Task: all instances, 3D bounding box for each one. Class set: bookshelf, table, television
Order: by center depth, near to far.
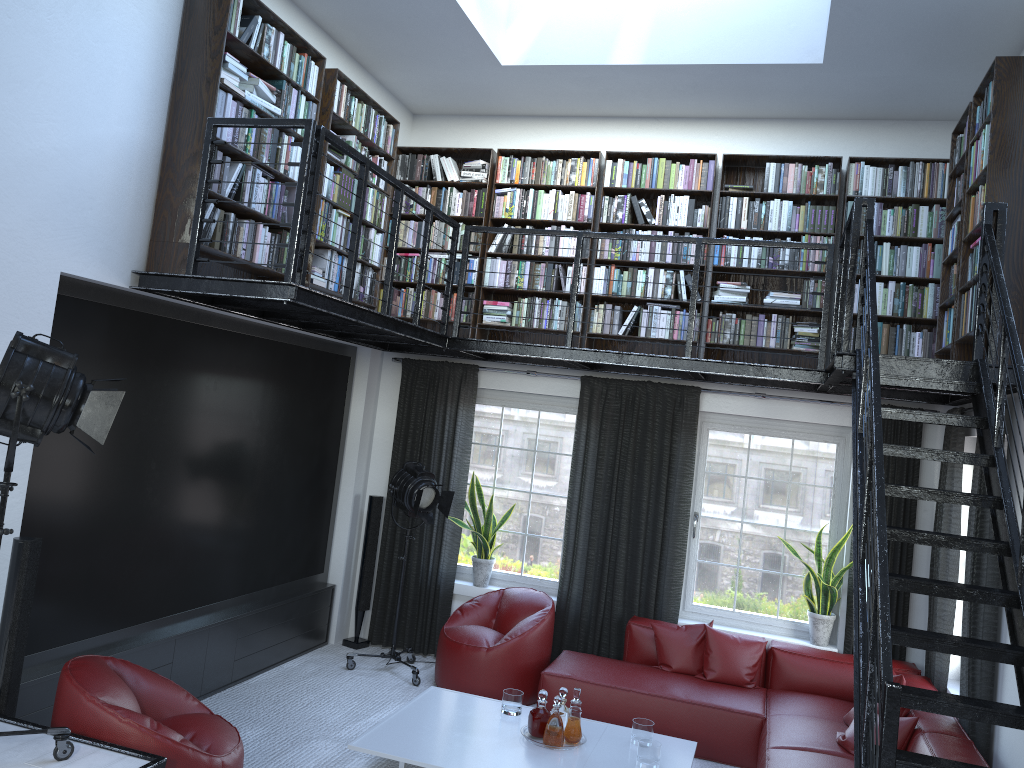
[{"bbox_3d":[0.106,2.078,4.819,1.667,0.244,1.161,6,-2,17],"label":"table"},{"bbox_3d":[0.715,-1.072,5.579,4.480,1.620,3.078,6,-3,17],"label":"bookshelf"},{"bbox_3d":[-1.875,0.783,5.687,0.117,2.433,3.341,5,-3,17],"label":"television"}]

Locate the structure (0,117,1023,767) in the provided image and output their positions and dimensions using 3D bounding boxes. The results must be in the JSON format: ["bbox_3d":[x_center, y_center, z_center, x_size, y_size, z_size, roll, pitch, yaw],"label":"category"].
[{"bbox_3d":[0.308,0.528,4.724,4.493,3.362,4.600,6,-3,17],"label":"structure"}]

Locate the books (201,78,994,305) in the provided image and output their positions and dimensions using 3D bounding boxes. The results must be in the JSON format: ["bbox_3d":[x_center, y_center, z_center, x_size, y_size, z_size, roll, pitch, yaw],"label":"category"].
[{"bbox_3d":[0.614,-1.168,5.193,4.381,1.412,2.198,6,-3,16],"label":"books"}]

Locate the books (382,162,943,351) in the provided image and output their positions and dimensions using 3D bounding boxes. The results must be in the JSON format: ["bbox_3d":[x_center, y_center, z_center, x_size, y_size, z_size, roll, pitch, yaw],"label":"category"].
[{"bbox_3d":[1.099,-1.052,6.892,4.440,1.416,0.226,6,-4,17],"label":"books"}]

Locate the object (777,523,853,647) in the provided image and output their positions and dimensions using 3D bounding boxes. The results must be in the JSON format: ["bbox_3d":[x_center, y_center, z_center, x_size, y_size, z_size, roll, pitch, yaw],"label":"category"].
[{"bbox_3d":[2.181,1.407,6.326,0.553,0.942,0.524,6,-4,5],"label":"object"}]

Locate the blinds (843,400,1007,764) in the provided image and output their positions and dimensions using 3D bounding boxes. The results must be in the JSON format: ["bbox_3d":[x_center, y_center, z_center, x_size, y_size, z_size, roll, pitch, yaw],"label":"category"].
[{"bbox_3d":[2.700,1.307,5.524,0.527,2.386,1.745,7,-4,-1],"label":"blinds"}]

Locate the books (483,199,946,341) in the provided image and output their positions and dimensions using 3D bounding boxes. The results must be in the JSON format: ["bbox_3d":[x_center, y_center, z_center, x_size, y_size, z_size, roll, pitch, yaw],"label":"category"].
[{"bbox_3d":[1.441,-0.865,6.785,3.395,1.125,0.239,6,-4,17],"label":"books"}]

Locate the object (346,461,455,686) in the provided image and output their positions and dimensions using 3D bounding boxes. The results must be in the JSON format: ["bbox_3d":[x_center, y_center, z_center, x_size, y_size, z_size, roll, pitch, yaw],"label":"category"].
[{"bbox_3d":[0.294,1.498,6.679,2.906,1.582,0.751,6,-4,1],"label":"object"}]

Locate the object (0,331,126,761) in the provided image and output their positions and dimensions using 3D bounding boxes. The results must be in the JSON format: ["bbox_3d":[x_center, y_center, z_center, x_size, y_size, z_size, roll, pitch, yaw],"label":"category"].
[{"bbox_3d":[-1.800,0.602,3.267,0.543,1.582,0.611,9,-5,-29],"label":"object"}]

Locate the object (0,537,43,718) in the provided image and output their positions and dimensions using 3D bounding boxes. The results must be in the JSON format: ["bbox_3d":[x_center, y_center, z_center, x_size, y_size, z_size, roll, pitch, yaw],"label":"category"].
[{"bbox_3d":[-2.207,1.283,3.839,0.157,1.224,0.157,7,-4,-2],"label":"object"}]

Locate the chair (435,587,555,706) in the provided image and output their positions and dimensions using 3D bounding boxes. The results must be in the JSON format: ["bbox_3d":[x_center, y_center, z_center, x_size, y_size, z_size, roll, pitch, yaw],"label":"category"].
[{"bbox_3d":[-0.122,1.885,6.506,0.828,0.713,0.830,8,-3,-22],"label":"chair"}]

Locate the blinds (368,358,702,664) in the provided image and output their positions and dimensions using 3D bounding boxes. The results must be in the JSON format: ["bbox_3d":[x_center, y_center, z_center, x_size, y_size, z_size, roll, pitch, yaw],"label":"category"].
[{"bbox_3d":[0.120,1.072,7.032,2.511,2.392,0.125,6,-5,17],"label":"blinds"}]

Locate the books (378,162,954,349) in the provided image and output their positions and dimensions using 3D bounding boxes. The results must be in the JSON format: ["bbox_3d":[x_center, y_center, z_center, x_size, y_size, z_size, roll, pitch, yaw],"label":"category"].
[{"bbox_3d":[0.948,-1.091,6.432,4.440,1.433,1.281,6,-3,18],"label":"books"}]

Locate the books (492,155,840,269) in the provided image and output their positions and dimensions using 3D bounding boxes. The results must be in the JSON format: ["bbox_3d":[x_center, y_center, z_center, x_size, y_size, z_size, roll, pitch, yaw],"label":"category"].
[{"bbox_3d":[1.130,-1.336,6.924,2.639,0.830,0.212,6,-4,17],"label":"books"}]

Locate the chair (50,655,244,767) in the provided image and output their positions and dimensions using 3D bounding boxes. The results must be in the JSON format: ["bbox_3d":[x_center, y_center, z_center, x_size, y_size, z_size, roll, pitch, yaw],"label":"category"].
[{"bbox_3d":[-1.620,1.617,3.973,0.830,0.713,0.829,7,-3,-4],"label":"chair"}]

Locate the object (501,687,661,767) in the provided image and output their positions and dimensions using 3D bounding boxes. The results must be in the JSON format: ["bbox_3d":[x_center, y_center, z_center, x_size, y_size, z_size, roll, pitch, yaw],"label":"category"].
[{"bbox_3d":[0.361,1.845,4.971,1.010,0.295,0.510,6,-3,20],"label":"object"}]

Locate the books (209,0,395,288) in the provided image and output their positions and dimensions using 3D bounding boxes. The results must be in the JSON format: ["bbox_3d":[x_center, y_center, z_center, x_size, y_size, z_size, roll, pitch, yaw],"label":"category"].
[{"bbox_3d":[-1.387,-1.386,5.774,0.315,1.426,2.199,5,-3,17],"label":"books"}]

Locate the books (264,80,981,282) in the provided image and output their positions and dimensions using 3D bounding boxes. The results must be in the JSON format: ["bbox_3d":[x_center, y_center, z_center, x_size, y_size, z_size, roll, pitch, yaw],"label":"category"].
[{"bbox_3d":[0.674,-1.016,5.475,4.340,1.142,1.593,6,-3,16],"label":"books"}]

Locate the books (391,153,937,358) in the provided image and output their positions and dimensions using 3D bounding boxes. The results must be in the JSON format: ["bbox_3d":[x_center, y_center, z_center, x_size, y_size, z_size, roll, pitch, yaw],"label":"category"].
[{"bbox_3d":[1.096,-1.041,6.888,4.446,1.400,0.241,6,-4,17],"label":"books"}]

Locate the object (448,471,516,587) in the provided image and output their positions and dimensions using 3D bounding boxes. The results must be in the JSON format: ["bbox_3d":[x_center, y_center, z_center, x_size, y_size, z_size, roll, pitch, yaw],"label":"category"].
[{"bbox_3d":[-0.355,1.147,7.118,0.554,0.942,0.524,5,-4,27],"label":"object"}]

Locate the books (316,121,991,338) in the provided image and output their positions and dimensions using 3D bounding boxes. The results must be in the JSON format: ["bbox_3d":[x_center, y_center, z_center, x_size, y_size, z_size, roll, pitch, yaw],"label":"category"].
[{"bbox_3d":[0.781,-1.130,5.702,4.388,1.408,1.166,6,-4,17],"label":"books"}]

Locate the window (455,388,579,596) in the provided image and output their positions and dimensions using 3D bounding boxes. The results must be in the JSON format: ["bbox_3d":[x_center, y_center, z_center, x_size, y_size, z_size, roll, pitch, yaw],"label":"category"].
[{"bbox_3d":[0.002,0.866,7.312,1.168,1.609,0.132,5,-5,17],"label":"window"}]

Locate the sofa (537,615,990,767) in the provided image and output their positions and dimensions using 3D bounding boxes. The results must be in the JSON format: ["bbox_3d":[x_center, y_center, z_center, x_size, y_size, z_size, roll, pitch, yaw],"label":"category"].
[{"bbox_3d":[1.194,2.015,4.925,2.544,0.657,3.269,6,-2,16],"label":"sofa"}]

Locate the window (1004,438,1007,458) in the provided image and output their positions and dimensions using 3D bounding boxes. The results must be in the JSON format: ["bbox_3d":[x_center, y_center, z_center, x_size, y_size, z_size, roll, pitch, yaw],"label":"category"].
[{"bbox_3d":[2.923,1.125,5.336,0.133,1.609,1.163,5,-4,17],"label":"window"}]

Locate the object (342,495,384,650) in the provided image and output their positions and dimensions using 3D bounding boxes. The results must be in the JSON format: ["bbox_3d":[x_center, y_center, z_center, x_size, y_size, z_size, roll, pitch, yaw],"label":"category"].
[{"bbox_3d":[-1.204,1.529,7.264,0.158,1.224,0.157,4,-5,32],"label":"object"}]

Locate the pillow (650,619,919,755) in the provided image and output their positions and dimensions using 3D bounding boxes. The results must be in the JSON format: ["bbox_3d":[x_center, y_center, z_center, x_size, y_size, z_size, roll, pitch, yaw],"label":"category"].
[{"bbox_3d":[1.881,1.886,5.704,0.980,0.402,1.957,8,-3,-31],"label":"pillow"}]

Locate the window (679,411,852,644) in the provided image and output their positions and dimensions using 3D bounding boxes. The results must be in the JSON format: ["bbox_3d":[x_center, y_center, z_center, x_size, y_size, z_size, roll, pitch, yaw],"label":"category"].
[{"bbox_3d":[1.914,1.063,6.732,1.168,1.609,0.132,5,-5,17],"label":"window"}]
